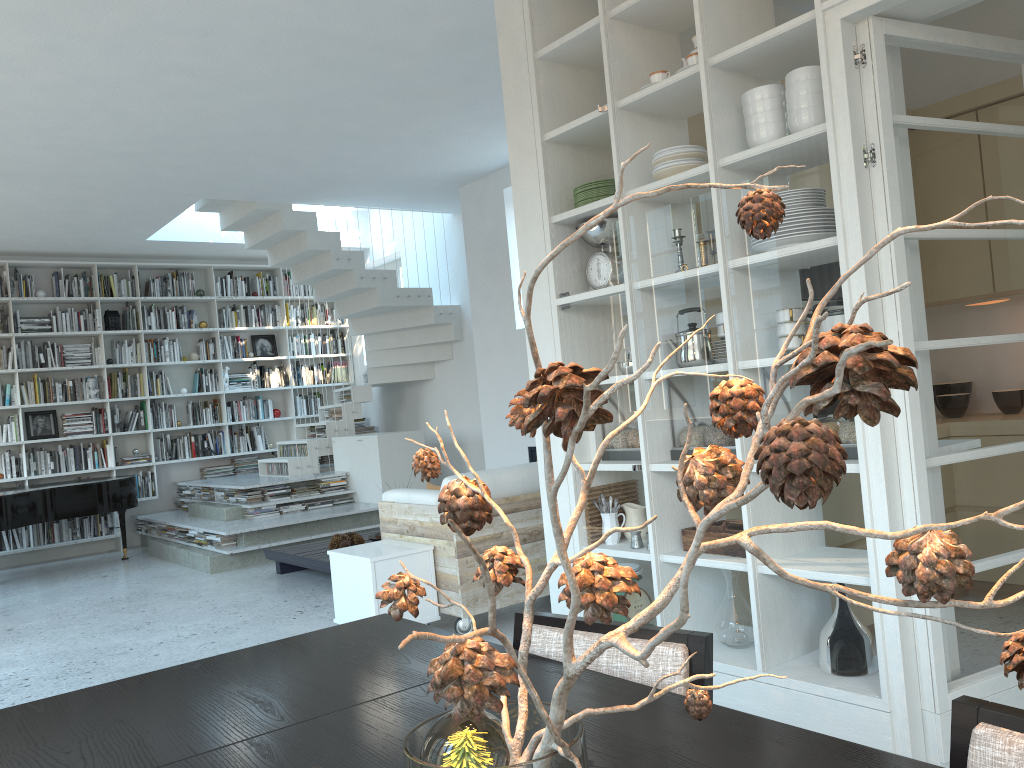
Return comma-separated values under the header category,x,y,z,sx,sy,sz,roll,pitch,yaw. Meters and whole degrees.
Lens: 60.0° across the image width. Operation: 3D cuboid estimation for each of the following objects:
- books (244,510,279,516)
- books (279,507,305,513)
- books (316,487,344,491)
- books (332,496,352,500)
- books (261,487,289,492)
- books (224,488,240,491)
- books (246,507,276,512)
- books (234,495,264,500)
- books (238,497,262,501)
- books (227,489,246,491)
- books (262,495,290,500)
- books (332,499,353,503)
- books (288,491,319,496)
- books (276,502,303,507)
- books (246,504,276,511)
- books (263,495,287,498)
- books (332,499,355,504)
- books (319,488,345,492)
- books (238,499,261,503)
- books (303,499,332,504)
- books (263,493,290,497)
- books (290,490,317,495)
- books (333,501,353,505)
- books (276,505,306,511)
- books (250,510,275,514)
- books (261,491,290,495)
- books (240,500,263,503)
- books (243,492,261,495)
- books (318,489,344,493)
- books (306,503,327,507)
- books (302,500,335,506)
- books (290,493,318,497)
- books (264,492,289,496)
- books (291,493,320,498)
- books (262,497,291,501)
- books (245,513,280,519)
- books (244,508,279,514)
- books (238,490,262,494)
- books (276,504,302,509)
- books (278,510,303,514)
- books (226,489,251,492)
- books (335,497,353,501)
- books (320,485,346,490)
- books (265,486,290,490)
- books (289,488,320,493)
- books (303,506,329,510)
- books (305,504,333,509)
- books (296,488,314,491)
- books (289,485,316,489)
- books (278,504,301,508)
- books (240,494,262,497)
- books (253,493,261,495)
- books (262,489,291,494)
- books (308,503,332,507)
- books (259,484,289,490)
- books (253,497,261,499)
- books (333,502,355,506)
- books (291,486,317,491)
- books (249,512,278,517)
category,x,y,z,sx,sy,sz,roll,pitch,yaw
books,-2.388,1.230,8.448,0.285,0.008,0.159,-5,-1,-39
books,-2.155,1.221,8.611,0.232,0.019,0.169,-4,-1,-42
books,-1.854,1.064,9.022,0.262,0.016,0.132,-4,-1,-42
books,-1.737,1.155,8.964,0.215,0.007,0.130,-5,-1,-35
books,-2.319,1.032,8.672,0.220,0.018,0.154,-5,-1,-36
books,-2.740,1.035,8.819,0.189,0.022,0.238,-5,-1,-32
books,-2.397,1.193,8.456,0.257,0.010,0.132,-5,-1,-33
books,-2.555,1.097,8.605,0.184,0.014,0.297,-5,-1,-38
books,-2.543,1.116,8.613,0.152,0.015,0.208,-4,-1,-40
books,-2.727,1.049,8.827,0.170,0.008,0.208,-5,-1,-34
books,-2.312,1.108,8.672,0.227,0.013,0.148,-5,-1,-39
books,-1.732,1.176,8.960,0.225,0.007,0.133,-5,-1,-33
books,-2.092,1.092,8.844,0.293,0.014,0.134,-4,-1,-40
books,-2.171,1.171,8.626,0.220,0.013,0.149,-5,-1,-38
books,-2.390,1.175,8.445,0.233,0.025,0.157,-4,-1,-42
books,-2.316,1.096,8.676,0.207,0.012,0.131,-4,-1,-41
books,-1.728,1.187,8.957,0.234,0.017,0.151,-5,-1,-36
books,-1.849,1.076,9.017,0.259,0.009,0.152,-4,-1,-40
books,-2.546,1.131,8.610,0.161,0.014,0.212,-5,-1,-33
books,-1.943,1.165,8.783,0.274,0.009,0.176,-5,-1,-37
books,-2.303,1.082,8.657,0.215,0.013,0.189,-5,-1,-38
books,-2.084,1.077,8.831,0.214,0.015,0.177,-5,-1,-36
books,-1.726,1.201,8.955,0.179,0.010,0.160,-5,-1,-37
books,-2.163,1.206,8.620,0.272,0.012,0.158,-5,-1,-39
books,-2.385,1.215,8.442,0.210,0.012,0.168,-5,-1,-33
books,-2.313,1.061,8.668,0.260,0.009,0.153,-5,-1,-34
books,-2.533,1.141,8.619,0.144,0.009,0.250,-5,-1,-37
books,-2.543,1.062,8.618,0.132,0.009,0.269,-5,-1,-33
books,-1.842,1.085,9.010,0.220,0.011,0.177,-5,-1,-39
books,-1.944,1.192,8.801,0.272,0.009,0.129,-5,-1,-34
books,-1.930,1.177,8.780,0.287,0.018,0.190,-5,-1,-38
books,-2.079,1.101,8.828,0.287,0.005,0.165,-5,-1,-32
books,-2.311,1.071,8.666,0.210,0.012,0.168,-5,-1,-36
books,-2.078,1.107,8.828,0.291,0.007,0.174,-5,-1,-34
books,-2.302,1.121,8.660,0.216,0.015,0.177,-5,-1,-39
books,-2.374,1.250,8.432,0.262,0.023,0.200,-5,-1,-39
books,-2.389,1.203,8.446,0.292,0.012,0.159,-5,-1,-34
books,-2.547,1.051,8.616,0.149,0.014,0.228,-5,-1,-39
books,-2.171,1.192,8.629,0.210,0.018,0.134,-5,-1,-34
books,-2.163,1.239,8.623,0.208,0.015,0.152,-5,-1,-39
books,-2.726,1.057,8.827,0.171,0.007,0.260,-5,-1,-39
books,-1.736,1.166,8.964,0.228,0.014,0.133,-5,-1,-38
books,-1.840,1.051,9.002,0.280,0.008,0.181,-5,-1,-32
books,-2.315,1.018,8.665,0.228,0.009,0.159,-4,-1,-41
books,-2.076,1.061,8.819,0.273,0.014,0.188,-4,-1,-42
books,-1.940,1.224,8.799,0.249,0.009,0.144,-5,-1,-38
books,-1.928,1.209,8.782,0.250,0.018,0.177,-5,-1,-34
books,-2.090,1.050,8.837,0.179,0.010,0.160,-5,-1,-35
books,-2.085,1.026,8.828,0.203,0.011,0.173,-4,-1,-42
books,-2.169,1.180,8.624,0.242,0.005,0.152,-5,-1,-36
books,-2.537,1.083,8.620,0.137,0.012,0.242,-5,-1,-36
books,-2.521,1.070,8.634,0.090,0.011,0.190,-5,-1,-39
books,-2.302,1.047,8.651,0.230,0.015,0.190,-5,-1,-32
books,-1.933,1.198,8.787,0.254,0.005,0.161,-4,-1,-41
books,-2.328,1.008,8.682,0.261,0.016,0.129,-5,-1,-38
books,-2.538,1.106,8.618,0.134,0.006,0.227,-5,-1,-33
books,-1.722,1.208,8.951,0.261,0.006,0.151,-4,-1,-41
books,-2.088,1.038,8.833,0.245,0.013,0.172,-5,-1,-38
books,-2.387,1.237,8.448,0.264,0.006,0.164,-5,-1,-36
